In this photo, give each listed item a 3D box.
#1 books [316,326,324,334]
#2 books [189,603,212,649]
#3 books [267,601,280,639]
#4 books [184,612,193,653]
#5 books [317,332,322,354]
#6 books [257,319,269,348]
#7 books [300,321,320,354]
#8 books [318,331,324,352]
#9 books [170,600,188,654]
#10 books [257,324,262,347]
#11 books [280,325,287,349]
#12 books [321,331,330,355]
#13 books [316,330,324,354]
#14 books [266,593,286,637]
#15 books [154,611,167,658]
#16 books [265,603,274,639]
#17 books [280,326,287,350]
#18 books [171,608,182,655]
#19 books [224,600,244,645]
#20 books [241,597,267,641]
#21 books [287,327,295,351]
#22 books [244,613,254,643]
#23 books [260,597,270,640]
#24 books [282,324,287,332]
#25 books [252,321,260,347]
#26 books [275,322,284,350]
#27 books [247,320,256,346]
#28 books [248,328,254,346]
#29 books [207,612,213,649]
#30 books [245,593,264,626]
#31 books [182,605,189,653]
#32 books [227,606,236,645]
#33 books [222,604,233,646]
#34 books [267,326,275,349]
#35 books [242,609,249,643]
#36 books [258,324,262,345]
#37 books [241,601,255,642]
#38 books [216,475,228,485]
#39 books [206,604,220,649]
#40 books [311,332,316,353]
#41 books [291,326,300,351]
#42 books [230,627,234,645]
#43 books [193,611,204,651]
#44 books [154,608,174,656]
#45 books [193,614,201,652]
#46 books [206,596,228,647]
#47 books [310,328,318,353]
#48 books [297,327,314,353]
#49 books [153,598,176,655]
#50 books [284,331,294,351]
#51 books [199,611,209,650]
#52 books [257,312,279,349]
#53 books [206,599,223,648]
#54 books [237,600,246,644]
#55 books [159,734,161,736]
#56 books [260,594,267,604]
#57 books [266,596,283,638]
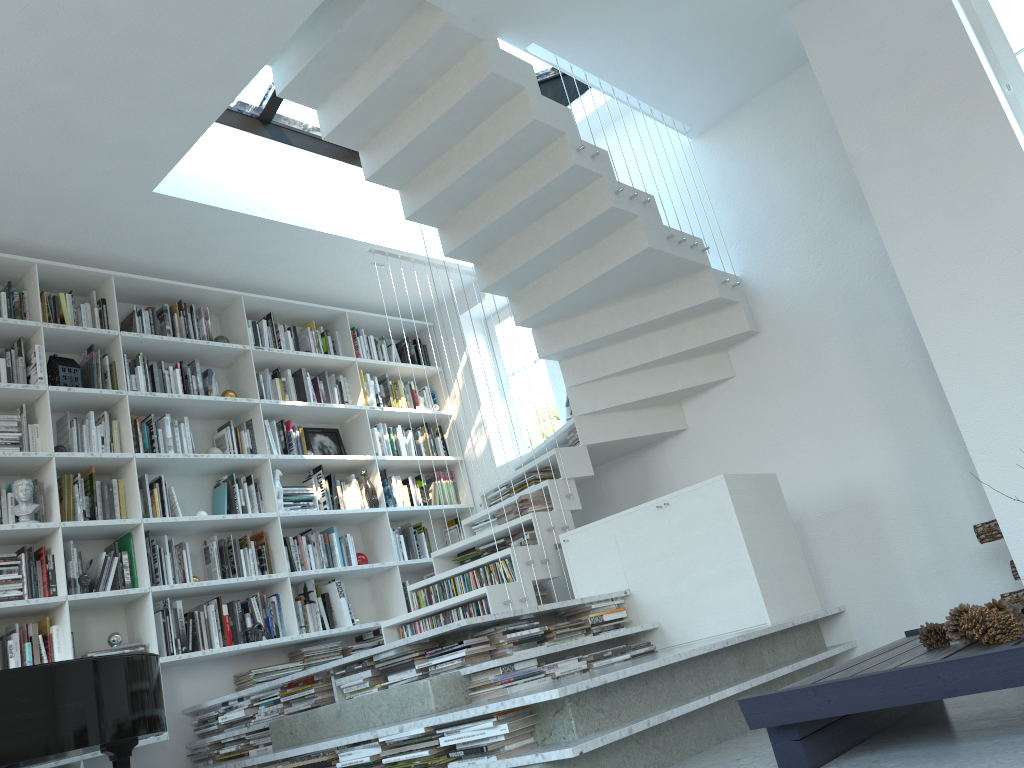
[{"bbox_3d":[-1.378,-0.251,6.368,0.131,0.298,0.020,-28,-22,37],"label":"books"},{"bbox_3d":[-1.738,1.375,4.947,0.172,0.267,0.014,-28,-22,37],"label":"books"},{"bbox_3d":[-1.442,1.417,5.241,0.176,0.227,0.025,-28,-22,37],"label":"books"},{"bbox_3d":[-1.800,1.384,4.862,0.162,0.230,0.065,-28,-22,37],"label":"books"},{"bbox_3d":[-1.407,-0.231,6.287,0.170,0.225,0.007,-28,-22,37],"label":"books"},{"bbox_3d":[-1.700,-0.280,5.993,0.150,0.277,0.048,-28,-22,37],"label":"books"},{"bbox_3d":[-1.429,-0.272,6.301,0.166,0.319,0.007,-28,-22,37],"label":"books"},{"bbox_3d":[-1.398,-0.234,6.336,0.147,0.256,0.017,-28,-22,37],"label":"books"},{"bbox_3d":[-1.836,1.345,4.819,0.189,0.293,0.030,-28,-22,37],"label":"books"},{"bbox_3d":[-1.737,-0.262,5.939,0.169,0.230,0.024,-28,-22,37],"label":"books"},{"bbox_3d":[-1.603,-0.257,6.099,0.152,0.253,0.021,-28,-22,37],"label":"books"},{"bbox_3d":[-1.369,-0.231,6.333,0.186,0.234,0.018,-28,-22,37],"label":"books"},{"bbox_3d":[-1.403,-0.237,6.308,0.165,0.248,0.031,-28,-22,37],"label":"books"},{"bbox_3d":[-1.418,1.402,5.289,0.171,0.271,0.025,-28,-22,37],"label":"books"},{"bbox_3d":[-1.906,1.364,4.757,0.161,0.253,0.012,-28,-22,37],"label":"books"},{"bbox_3d":[-1.465,1.420,5.220,0.169,0.219,0.013,-28,-22,37],"label":"books"},{"bbox_3d":[-1.610,-0.253,6.075,0.172,0.235,0.022,-28,-22,37],"label":"books"},{"bbox_3d":[-1.850,1.361,4.795,0.178,0.255,0.023,-28,-22,37],"label":"books"},{"bbox_3d":[-1.610,1.388,5.077,0.174,0.261,0.026,-28,-22,37],"label":"books"},{"bbox_3d":[-1.523,1.395,5.172,0.186,0.265,0.070,-28,-22,37],"label":"books"},{"bbox_3d":[-1.563,-0.249,6.156,0.161,0.253,0.012,-28,-22,37],"label":"books"},{"bbox_3d":[-1.553,1.431,5.120,0.169,0.180,0.025,-28,-22,37],"label":"books"},{"bbox_3d":[-1.491,1.403,5.222,0.150,0.264,0.021,-28,-22,37],"label":"books"},{"bbox_3d":[-1.588,-0.261,6.140,0.153,0.278,0.012,-28,-22,37],"label":"books"},{"bbox_3d":[-1.750,-0.272,5.917,0.185,0.241,0.026,-28,-22,37],"label":"books"},{"bbox_3d":[-1.624,-0.267,6.065,0.168,0.261,0.014,-28,-22,37],"label":"books"},{"bbox_3d":[-1.772,-0.276,5.902,0.178,0.250,0.025,-28,-22,37],"label":"books"},{"bbox_3d":[-1.771,-0.251,5.867,0.190,0.182,0.022,-28,-22,37],"label":"books"},{"bbox_3d":[-1.727,1.400,4.953,0.153,0.220,0.012,-28,-22,37],"label":"books"},{"bbox_3d":[-1.505,1.388,5.213,0.135,0.293,0.013,-28,-22,37],"label":"books"},{"bbox_3d":[-1.827,1.358,4.837,0.174,0.276,0.010,-28,-22,37],"label":"books"},{"bbox_3d":[-1.635,1.402,5.067,0.131,0.242,0.021,-28,-22,37],"label":"books"},{"bbox_3d":[-1.654,1.390,5.017,0.185,0.243,0.031,-28,-22,37],"label":"books"},{"bbox_3d":[-1.670,-0.254,6.016,0.148,0.230,0.031,-28,-22,37],"label":"books"},{"bbox_3d":[-1.577,1.418,5.111,0.136,0.210,0.022,-28,-22,37],"label":"books"},{"bbox_3d":[-1.734,-0.262,5.971,0.140,0.249,0.027,-28,-22,37],"label":"books"},{"bbox_3d":[-1.551,1.402,5.145,0.165,0.248,0.012,-28,-22,37],"label":"books"},{"bbox_3d":[-1.737,0.711,5.376,0.135,0.289,0.016,-28,-22,37],"label":"books"},{"bbox_3d":[-1.707,1.381,4.962,0.182,0.251,0.025,-28,-22,37],"label":"books"},{"bbox_3d":[-1.446,-0.231,6.248,0.183,0.220,0.008,-28,-22,37],"label":"books"},{"bbox_3d":[-1.540,-0.254,6.165,0.165,0.256,0.030,-28,-22,37],"label":"books"},{"bbox_3d":[-1.645,1.400,5.045,0.157,0.237,0.025,-28,-22,37],"label":"books"},{"bbox_3d":[-1.769,1.390,4.913,0.142,0.234,0.029,-28,-22,37],"label":"books"},{"bbox_3d":[-1.881,1.354,4.760,0.187,0.261,0.023,-28,-22,37],"label":"books"},{"bbox_3d":[-1.773,1.393,4.889,0.176,0.216,0.011,-28,-22,37],"label":"books"},{"bbox_3d":[-1.673,1.364,5.006,0.175,0.292,0.012,-28,-22,37],"label":"books"},{"bbox_3d":[-1.440,-0.242,6.270,0.189,0.251,0.016,-28,-22,37],"label":"books"},{"bbox_3d":[-1.457,-0.249,6.241,0.169,0.255,0.019,-28,-22,37],"label":"books"},{"bbox_3d":[-1.877,1.331,4.780,0.187,0.315,0.010,-28,-22,37],"label":"books"},{"bbox_3d":[-1.573,-0.237,6.099,0.190,0.201,0.024,-28,-22,37],"label":"books"},{"bbox_3d":[-1.748,1.393,4.929,0.160,0.227,0.024,-28,-22,37],"label":"books"},{"bbox_3d":[-1.659,-0.304,6.040,0.181,0.331,0.014,-28,-22,37],"label":"books"},{"bbox_3d":[-1.695,1.376,5.009,0.160,0.284,0.012,-28,-22,37],"label":"books"},{"bbox_3d":[-1.598,1.392,5.100,0.170,0.262,0.026,-28,-22,37],"label":"books"},{"bbox_3d":[-1.835,1.692,4.504,0.161,0.205,0.012,-28,-22,37],"label":"books"},{"bbox_3d":[-1.482,1.402,5.254,0.144,0.281,0.012,-28,-22,37],"label":"books"},{"bbox_3d":[-1.433,1.407,5.268,0.157,0.257,0.026,-28,-22,37],"label":"books"}]
